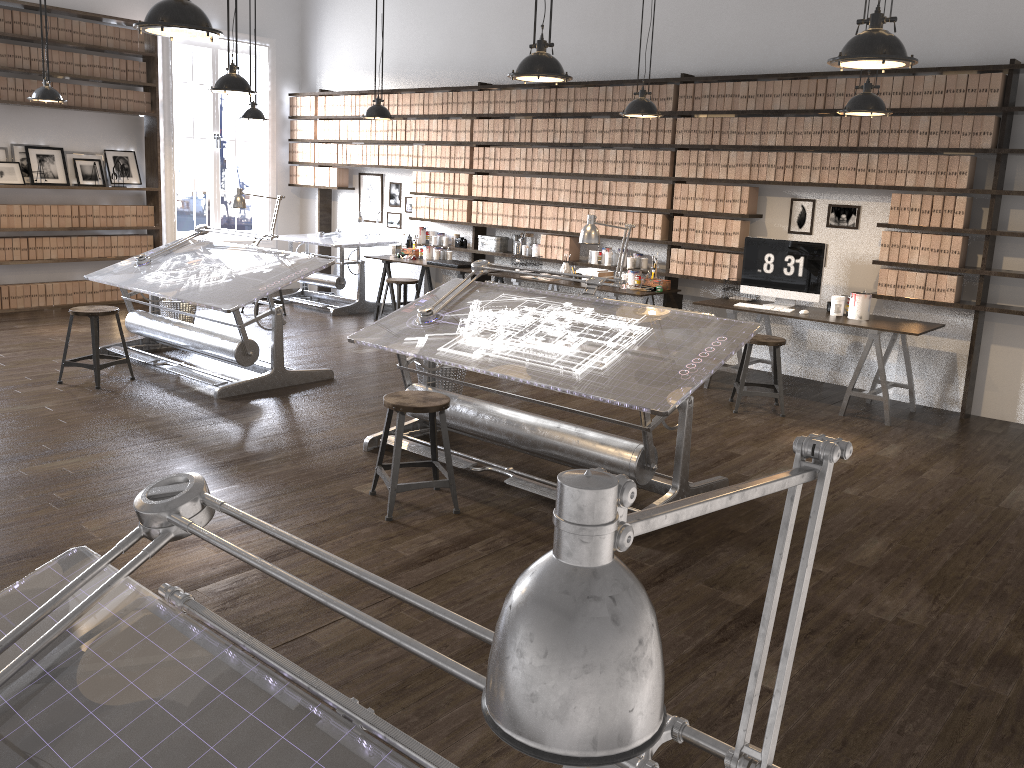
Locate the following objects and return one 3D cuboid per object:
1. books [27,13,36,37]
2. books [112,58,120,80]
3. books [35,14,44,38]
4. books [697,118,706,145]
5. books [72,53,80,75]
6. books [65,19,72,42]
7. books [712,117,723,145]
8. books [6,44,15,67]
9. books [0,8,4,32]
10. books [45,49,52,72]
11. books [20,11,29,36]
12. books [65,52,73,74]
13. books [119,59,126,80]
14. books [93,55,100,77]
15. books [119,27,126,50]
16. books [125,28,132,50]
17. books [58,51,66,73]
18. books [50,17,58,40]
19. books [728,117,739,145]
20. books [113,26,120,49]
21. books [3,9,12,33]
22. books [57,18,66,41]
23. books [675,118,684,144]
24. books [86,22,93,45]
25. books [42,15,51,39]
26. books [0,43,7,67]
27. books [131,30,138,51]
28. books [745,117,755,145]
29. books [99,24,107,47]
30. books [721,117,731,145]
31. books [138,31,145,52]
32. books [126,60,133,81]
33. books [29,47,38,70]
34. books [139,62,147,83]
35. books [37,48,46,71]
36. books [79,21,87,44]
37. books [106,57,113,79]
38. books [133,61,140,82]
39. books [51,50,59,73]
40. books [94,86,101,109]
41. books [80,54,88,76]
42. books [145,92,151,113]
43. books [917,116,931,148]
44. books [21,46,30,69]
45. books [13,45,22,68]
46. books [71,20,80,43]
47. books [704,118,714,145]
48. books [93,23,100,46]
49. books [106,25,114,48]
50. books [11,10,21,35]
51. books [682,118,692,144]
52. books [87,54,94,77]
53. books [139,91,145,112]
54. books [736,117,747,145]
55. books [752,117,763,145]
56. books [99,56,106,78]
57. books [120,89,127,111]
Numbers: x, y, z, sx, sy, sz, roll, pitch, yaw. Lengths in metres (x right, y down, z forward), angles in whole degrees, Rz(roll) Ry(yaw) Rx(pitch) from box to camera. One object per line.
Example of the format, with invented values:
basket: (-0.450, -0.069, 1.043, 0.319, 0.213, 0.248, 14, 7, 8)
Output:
books: (-4.758, -3.524, 8.712, 0.175, 0.223, 0.067, 12, 14, 39)
books: (-4.237, -3.336, 9.397, 0.175, 0.223, 0.067, 12, 14, 39)
books: (-4.714, -3.535, 8.769, 0.175, 0.223, 0.067, 12, 14, 39)
books: (1.630, -2.111, 7.423, 0.067, 0.223, 0.175, 11, 14, 39)
books: (-4.503, -3.275, 9.086, 0.175, 0.224, 0.067, 12, 14, 39)
books: (-4.532, -3.575, 8.976, 0.175, 0.224, 0.067, 12, 14, 39)
books: (1.735, -2.085, 7.333, 0.067, 0.224, 0.175, 11, 14, 39)
books: (-4.910, -3.183, 8.609, 0.175, 0.224, 0.067, 12, 14, 39)
books: (-4.945, -3.483, 8.498, 0.175, 0.223, 0.067, 12, 14, 39)
books: (-4.684, -3.236, 8.880, 0.175, 0.223, 0.067, 12, 14, 39)
books: (-4.806, -3.516, 8.667, 0.175, 0.223, 0.067, 12, 14, 39)
books: (-4.551, -3.266, 9.036, 0.175, 0.223, 0.067, 12, 14, 39)
books: (-4.194, -3.347, 9.454, 0.175, 0.223, 0.067, 12, 14, 39)
books: (-4.371, -3.305, 9.238, 0.175, 0.224, 0.067, 12, 14, 39)
books: (-4.172, -3.656, 9.397, 0.175, 0.224, 0.067, 12, 14, 39)
books: (-4.132, -3.667, 9.451, 0.175, 0.223, 0.067, 12, 14, 39)
books: (-4.598, -3.256, 8.984, 0.175, 0.223, 0.067, 12, 14, 39)
books: (-4.625, -3.556, 8.876, 0.175, 0.223, 0.067, 12, 14, 39)
books: (1.846, -2.058, 7.241, 0.067, 0.223, 0.175, 11, 14, 39)
books: (-4.218, -3.648, 9.349, 0.175, 0.223, 0.067, 12, 14, 39)
books: (-4.903, -3.494, 8.554, 0.175, 0.223, 0.067, 12, 14, 39)
books: (-4.576, -3.567, 8.931, 0.175, 0.223, 0.067, 12, 14, 39)
books: (1.472, -2.149, 7.554, 0.067, 0.223, 0.175, 11, 14, 39)
books: (-4.399, -3.608, 9.143, 0.175, 0.223, 0.067, 12, 14, 39)
books: (-4.672, -3.546, 8.824, 0.175, 0.223, 0.067, 12, 14, 39)
books: (-4.955, -3.175, 8.564, 0.175, 0.223, 0.067, 12, 14, 39)
books: (-4.087, -3.678, 9.505, 0.175, 0.223, 0.067, 12, 14, 39)
books: (1.957, -2.033, 7.155, 0.067, 0.223, 0.175, 11, 14, 39)
books: (-4.303, -3.627, 9.245, 0.175, 0.224, 0.067, 12, 14, 39)
books: (1.795, -2.072, 7.290, 0.067, 0.223, 0.175, 11, 14, 39)
books: (-4.038, -3.687, 9.556, 0.175, 0.223, 0.067, 12, 14, 39)
books: (-4.142, -3.357, 9.507, 0.175, 0.224, 0.067, 12, 14, 39)
books: (-4.769, -3.215, 8.775, 0.175, 0.224, 0.067, 12, 14, 39)
books: (-4.047, -3.379, 9.622, 0.175, 0.223, 0.067, 12, 14, 39)
books: (-4.724, -3.226, 8.831, 0.175, 0.223, 0.067, 12, 14, 39)
books: (-4.441, -3.597, 9.088, 0.175, 0.223, 0.067, 12, 14, 39)
books: (-4.286, -3.326, 9.346, 0.175, 0.223, 0.067, 12, 14, 39)
books: (-4.098, -3.368, 9.566, 0.175, 0.223, 0.067, 12, 14, 39)
books: (-4.638, -3.245, 8.927, 0.175, 0.224, 0.067, 12, 14, 39)
books: (-4.391, -3.001, 9.292, 0.175, 0.223, 0.067, 12, 14, 39)
books: (-4.457, -3.286, 9.142, 0.175, 0.223, 0.067, 12, 14, 39)
books: (-4.034, -3.082, 9.711, 0.175, 0.223, 0.067, 12, 14, 39)
books: (2.961, -1.790, 6.318, 0.067, 0.223, 0.175, 11, 14, 39)
books: (-4.819, -3.205, 8.721, 0.175, 0.223, 0.067, 12, 14, 39)
books: (-4.863, -3.194, 8.664, 0.175, 0.223, 0.067, 12, 14, 39)
books: (-4.485, -3.586, 9.031, 0.175, 0.223, 0.067, 12, 14, 39)
books: (1.682, -2.099, 7.384, 0.067, 0.223, 0.175, 11, 14, 39)
books: (-4.352, -3.618, 9.194, 0.175, 0.223, 0.067, 12, 14, 39)
books: (-4.258, -3.638, 9.301, 0.175, 0.223, 0.067, 12, 14, 39)
books: (-4.850, -3.504, 8.607, 0.175, 0.224, 0.067, 12, 14, 39)
books: (1.525, -2.135, 7.506, 0.067, 0.223, 0.175, 11, 14, 39)
books: (-4.418, -3.296, 9.191, 0.175, 0.223, 0.067, 12, 14, 39)
books: (-4.078, -3.072, 9.658, 0.175, 0.223, 0.067, 12, 14, 39)
books: (1.903, -2.046, 7.200, 0.067, 0.223, 0.175, 11, 14, 39)
books: (2.004, -2.019, 7.108, 0.067, 0.224, 0.175, 11, 14, 39)
books: (-4.332, -3.316, 9.293, 0.175, 0.223, 0.067, 12, 14, 39)
books: (-4.208, -3.042, 9.505, 0.175, 0.223, 0.067, 12, 14, 39)
